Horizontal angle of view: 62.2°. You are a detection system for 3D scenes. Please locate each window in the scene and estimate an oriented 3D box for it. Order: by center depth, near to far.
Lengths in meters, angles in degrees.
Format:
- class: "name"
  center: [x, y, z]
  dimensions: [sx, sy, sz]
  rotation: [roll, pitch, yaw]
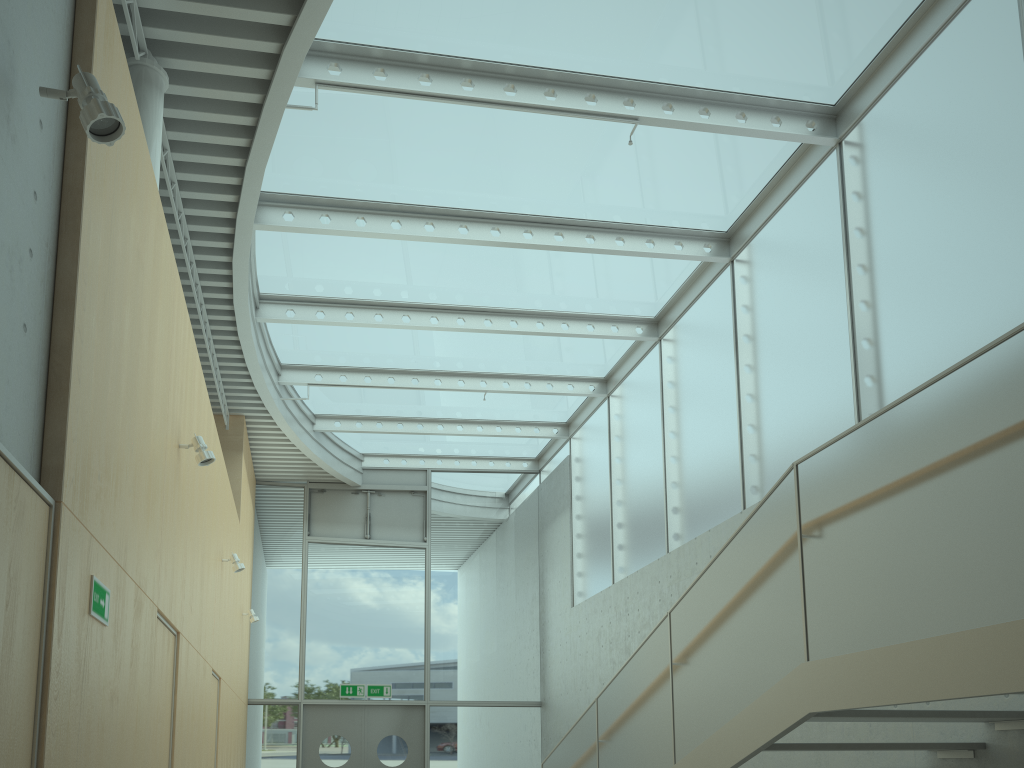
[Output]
- class: "window"
  center: [-0.245, 1.649, 8.522]
  dimensions: [4.800, 5.915, 16.928]
  rotation: [3, -22, -13]
- class: "window"
  center: [1.852, 0.393, 9.270]
  dimensions: [0.030, 2.593, 16.741]
  rotation: [2, -23, -13]
- class: "window"
  center: [-1.788, 4.248, 13.820]
  dimensions: [4.875, 5.980, 0.115]
  rotation: [3, -9, -14]

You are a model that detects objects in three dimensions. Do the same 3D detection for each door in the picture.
- class: "door"
  center: [-2.329, 6.101, 13.380]
  dimensions: [1.929, 2.005, 0.183]
  rotation: [4, -10, -14]

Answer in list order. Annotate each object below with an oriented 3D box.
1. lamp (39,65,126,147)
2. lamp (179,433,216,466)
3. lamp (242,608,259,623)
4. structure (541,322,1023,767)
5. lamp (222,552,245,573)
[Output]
- class: "lamp"
  center: [-1.271, -0.844, 2.525]
  dimensions: [0.237, 0.186, 0.147]
  rotation: [12, -19, -32]
- class: "lamp"
  center: [-1.977, 0.409, 5.332]
  dimensions: [0.237, 0.186, 0.147]
  rotation: [12, -19, -32]
- class: "lamp"
  center: [-3.493, 3.098, 11.355]
  dimensions: [0.237, 0.186, 0.147]
  rotation: [12, -19, -32]
- class: "structure"
  center: [2.527, 0.649, 3.018]
  dimensions: [1.891, 3.974, 13.489]
  rotation: [2, -23, -13]
- class: "lamp"
  center: [-2.733, 1.749, 8.333]
  dimensions: [0.237, 0.186, 0.147]
  rotation: [12, -19, -32]
